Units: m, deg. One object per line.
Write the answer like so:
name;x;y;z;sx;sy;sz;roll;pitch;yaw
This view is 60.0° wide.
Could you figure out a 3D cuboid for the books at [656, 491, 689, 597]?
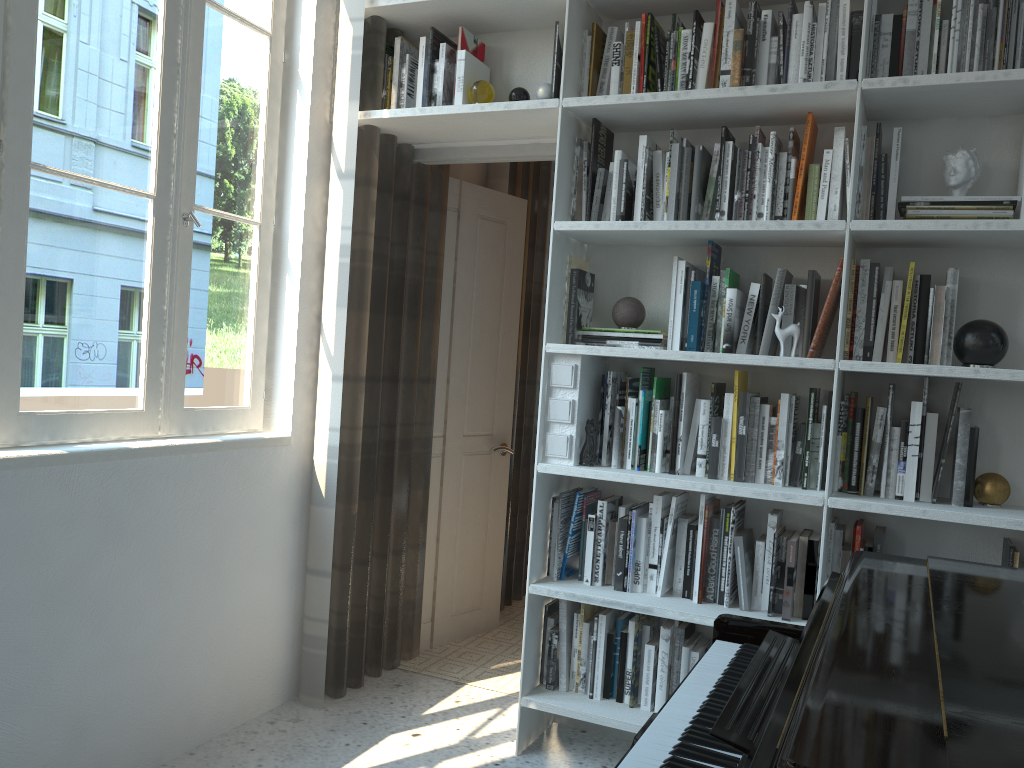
books;0.497;0.489;2.733;0.039;0.307;0.172;5;2;24

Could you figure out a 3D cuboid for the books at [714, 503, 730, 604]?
books;0.645;0.512;2.694;0.013;0.284;0.139;5;2;24

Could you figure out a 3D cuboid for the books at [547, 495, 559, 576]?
books;0.158;0.489;2.907;0.012;0.254;0.161;5;2;24

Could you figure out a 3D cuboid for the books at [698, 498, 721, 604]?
books;0.599;0.503;2.692;0.012;0.295;0.176;5;2;24

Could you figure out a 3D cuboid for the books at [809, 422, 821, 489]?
books;0.892;0.205;2.586;0.023;0.187;0.130;5;2;24

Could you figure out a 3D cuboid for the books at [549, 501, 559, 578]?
books;0.170;0.498;2.886;0.029;0.239;0.154;5;2;24

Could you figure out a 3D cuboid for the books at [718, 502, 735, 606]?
books;0.656;0.509;2.676;0.022;0.291;0.137;5;2;24

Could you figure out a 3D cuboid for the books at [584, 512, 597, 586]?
books;0.278;0.515;2.829;0.022;0.220;0.187;5;2;24

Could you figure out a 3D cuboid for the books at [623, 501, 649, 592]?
books;0.389;0.506;2.779;0.013;0.257;0.189;5;2;24

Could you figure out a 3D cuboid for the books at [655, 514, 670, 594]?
books;0.480;0.525;2.763;0.012;0.232;0.148;5;2;24

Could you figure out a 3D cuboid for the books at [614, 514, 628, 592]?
books;0.369;0.521;2.785;0.028;0.223;0.189;5;2;24

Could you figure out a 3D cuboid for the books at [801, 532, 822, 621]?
books;0.875;0.557;2.578;0.030;0.230;0.151;5;2;24

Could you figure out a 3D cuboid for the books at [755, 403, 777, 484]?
books;0.754;0.174;2.633;0.025;0.229;0.153;5;2;24

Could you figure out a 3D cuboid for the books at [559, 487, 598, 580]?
books;0.215;0.479;2.858;0.052;0.284;0.172;5;2;24

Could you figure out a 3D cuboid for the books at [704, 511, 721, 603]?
books;0.624;0.525;2.701;0.029;0.254;0.153;5;2;24

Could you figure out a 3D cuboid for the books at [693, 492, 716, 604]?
books;0.585;0.487;2.689;0.014;0.325;0.170;5;2;24

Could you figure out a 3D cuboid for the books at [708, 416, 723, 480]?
books;0.629;0.188;2.668;0.029;0.181;0.190;5;2;24

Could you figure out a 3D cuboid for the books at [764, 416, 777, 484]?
books;0.776;0.193;2.626;0.023;0.194;0.140;5;2;24

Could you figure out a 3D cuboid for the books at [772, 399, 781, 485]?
books;0.792;0.168;2.614;0.010;0.246;0.160;5;2;24

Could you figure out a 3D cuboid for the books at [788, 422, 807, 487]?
books;0.844;0.205;2.593;0.041;0.181;0.141;5;2;24

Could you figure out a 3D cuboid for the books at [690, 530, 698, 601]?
books;0.577;0.544;2.716;0.013;0.209;0.154;5;2;24

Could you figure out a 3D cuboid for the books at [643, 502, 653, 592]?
books;0.447;0.501;2.783;0.013;0.274;0.146;5;2;24

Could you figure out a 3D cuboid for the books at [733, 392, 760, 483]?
books;0.698;0.154;2.637;0.028;0.260;0.181;5;2;24

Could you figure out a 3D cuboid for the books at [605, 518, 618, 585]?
books;0.337;0.530;2.832;0.025;0.200;0.137;5;2;24

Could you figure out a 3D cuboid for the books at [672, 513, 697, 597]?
books;0.535;0.526;2.739;0.031;0.239;0.132;5;2;24

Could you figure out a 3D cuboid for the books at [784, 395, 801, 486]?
books;0.823;0.164;2.602;0.013;0.260;0.142;5;2;24

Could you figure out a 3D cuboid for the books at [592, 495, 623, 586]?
books;0.305;0.495;2.823;0.029;0.266;0.171;5;2;24

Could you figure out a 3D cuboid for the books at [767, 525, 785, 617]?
books;0.776;0.545;2.601;0.011;0.240;0.174;5;2;24

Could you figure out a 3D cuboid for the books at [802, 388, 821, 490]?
books;0.865;0.154;2.562;0.014;0.286;0.179;5;2;24

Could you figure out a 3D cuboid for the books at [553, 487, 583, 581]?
books;0.183;0.480;2.863;0.011;0.277;0.189;5;2;24

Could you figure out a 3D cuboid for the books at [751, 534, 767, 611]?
books;0.748;0.560;2.652;0.030;0.203;0.142;5;2;24

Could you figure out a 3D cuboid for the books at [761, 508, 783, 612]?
books;0.773;0.520;2.632;0.025;0.288;0.130;5;2;24

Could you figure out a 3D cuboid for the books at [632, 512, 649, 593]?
books;0.419;0.522;2.775;0.028;0.229;0.157;5;2;24

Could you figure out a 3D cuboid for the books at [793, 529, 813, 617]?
books;0.853;0.552;2.598;0.026;0.236;0.140;5;2;24

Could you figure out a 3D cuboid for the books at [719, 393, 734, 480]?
books;0.660;0.154;2.666;0.026;0.254;0.176;5;2;24

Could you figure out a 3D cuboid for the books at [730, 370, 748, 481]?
books;0.681;0.121;2.653;0.021;0.323;0.172;5;2;24

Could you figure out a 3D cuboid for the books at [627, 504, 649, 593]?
books;0.398;0.509;2.770;0.010;0.252;0.177;5;2;24

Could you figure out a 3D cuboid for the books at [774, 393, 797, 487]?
books;0.800;0.160;2.592;0.021;0.265;0.185;5;2;24

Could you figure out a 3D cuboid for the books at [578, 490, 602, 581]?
books;0.251;0.486;2.864;0.010;0.274;0.150;5;2;24

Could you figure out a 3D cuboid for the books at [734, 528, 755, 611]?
books;0.701;0.550;2.653;0.058;0.216;0.177;5;2;24

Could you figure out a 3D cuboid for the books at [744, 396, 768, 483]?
books;0.725;0.162;2.630;0.028;0.249;0.159;5;2;24

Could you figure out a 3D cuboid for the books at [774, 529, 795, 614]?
books;0.809;0.553;2.624;0.030;0.227;0.140;5;2;24

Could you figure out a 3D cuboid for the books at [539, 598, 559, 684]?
books;0.134;0.838;2.920;0.012;0.254;0.161;5;2;24

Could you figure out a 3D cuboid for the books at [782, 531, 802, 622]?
books;0.816;0.554;2.575;0.023;0.228;0.190;5;2;24

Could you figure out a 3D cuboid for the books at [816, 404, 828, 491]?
books;0.898;0.180;2.554;0.010;0.240;0.174;5;2;24

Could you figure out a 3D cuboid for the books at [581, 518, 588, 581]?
books;0.265;0.525;2.859;0.024;0.198;0.148;5;2;24

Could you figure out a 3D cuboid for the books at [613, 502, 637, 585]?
books;0.361;0.507;2.826;0.022;0.248;0.133;5;2;24

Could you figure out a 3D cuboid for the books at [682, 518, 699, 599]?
books;0.559;0.535;2.724;0.028;0.225;0.134;5;2;24

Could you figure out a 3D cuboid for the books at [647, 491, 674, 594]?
books;0.463;0.490;2.767;0.027;0.299;0.142;5;2;24

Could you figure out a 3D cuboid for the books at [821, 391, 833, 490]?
books;0.924;0.161;2.567;0.024;0.280;0.136;5;2;24

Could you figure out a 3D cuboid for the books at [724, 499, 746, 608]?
books;0.670;0.506;2.664;0.013;0.301;0.172;5;2;24
